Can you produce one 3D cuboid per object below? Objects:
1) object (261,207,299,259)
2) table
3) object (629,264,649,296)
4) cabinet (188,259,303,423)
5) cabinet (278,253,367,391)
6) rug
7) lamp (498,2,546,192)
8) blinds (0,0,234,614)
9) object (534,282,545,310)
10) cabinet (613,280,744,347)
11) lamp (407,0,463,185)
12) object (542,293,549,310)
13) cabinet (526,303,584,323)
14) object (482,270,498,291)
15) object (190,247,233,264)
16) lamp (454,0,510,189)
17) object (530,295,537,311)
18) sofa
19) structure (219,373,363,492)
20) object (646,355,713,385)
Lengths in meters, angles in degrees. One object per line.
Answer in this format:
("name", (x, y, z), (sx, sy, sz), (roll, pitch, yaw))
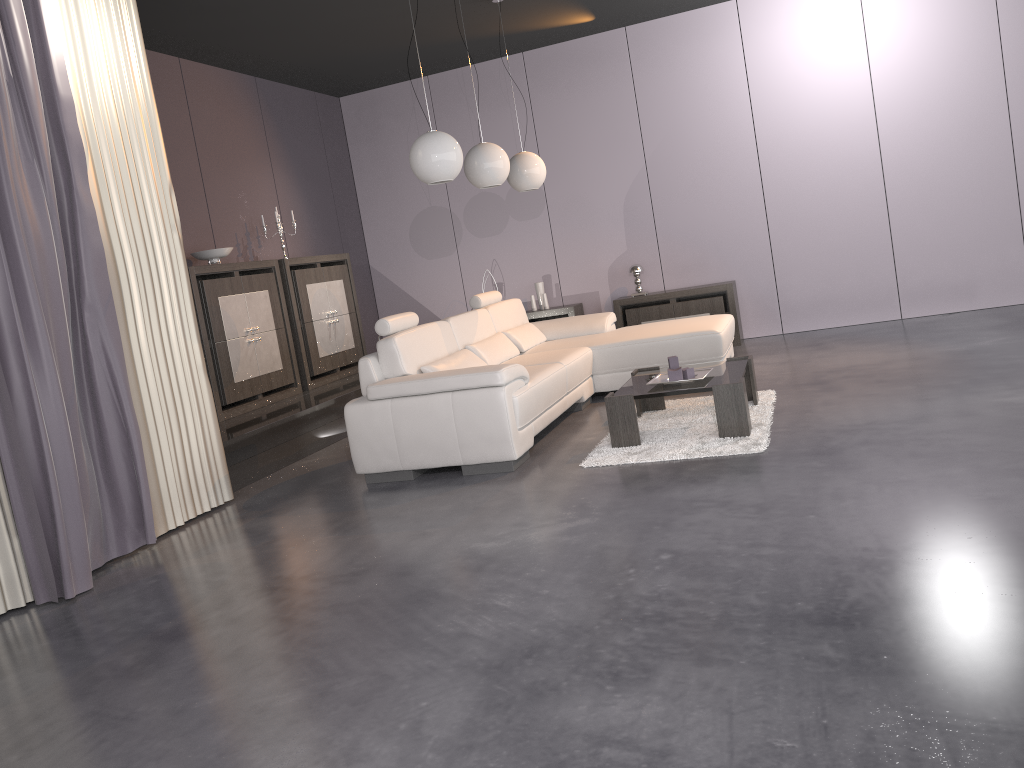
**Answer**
("object", (-1.921, -1.249, 7.352), (0.229, 0.444, 0.231), (-5, 7, 37))
("table", (0.966, 0.083, 4.899), (0.699, 0.269, 0.911), (-7, 8, 19))
("object", (1.161, -0.966, 8.182), (0.140, 0.283, 0.141), (-8, 6, 19))
("cabinet", (-2.065, -0.342, 6.552), (0.411, 1.070, 1.079), (-8, 7, 19))
("cabinet", (-1.706, -0.552, 7.649), (0.411, 1.070, 1.079), (-8, 7, 19))
("rug", (0.975, 0.221, 4.900), (0.914, 0.023, 1.537), (-7, 8, 19))
("lamp", (0.012, -2.155, 6.634), (0.306, 1.409, 0.309), (-7, 6, 23))
("blinds", (-2.044, -0.627, 3.678), (0.248, 2.983, 3.311), (-8, 7, 20))
("object", (0.279, -0.851, 8.536), (0.089, 0.262, 0.089), (-11, 6, -19))
("cabinet", (1.520, -0.580, 8.090), (1.070, 0.552, 0.380), (-7, 6, 19))
("lamp", (-0.524, -1.840, 4.989), (0.308, 1.409, 0.307), (-11, 5, -13))
("object", (0.319, -0.787, 8.439), (0.051, 0.151, 0.051), (-10, 5, -2))
("cabinet", (0.164, -0.418, 8.561), (1.070, 0.552, 0.380), (-7, 6, 19))
("object", (-0.207, -0.883, 8.614), (0.123, 0.464, 0.108), (-8, 5, 20))
("object", (-2.195, -0.920, 6.511), (0.310, 0.116, 0.308), (-15, 9, -37))
("lamp", (-0.260, -1.995, 5.794), (0.306, 1.409, 0.309), (-7, 6, 22))
("object", (0.205, -0.774, 8.478), (0.051, 0.151, 0.051), (-10, 5, -2))
("sofa", (0.389, -0.228, 5.768), (1.864, 0.855, 2.882), (-7, 8, 19))
("structure", (-2.383, 0.698, 4.458), (0.998, 0.299, 8.834), (-7, 8, 19))
("object", (0.900, -0.086, 4.773), (0.303, 0.136, 0.306), (-6, 8, 24))
